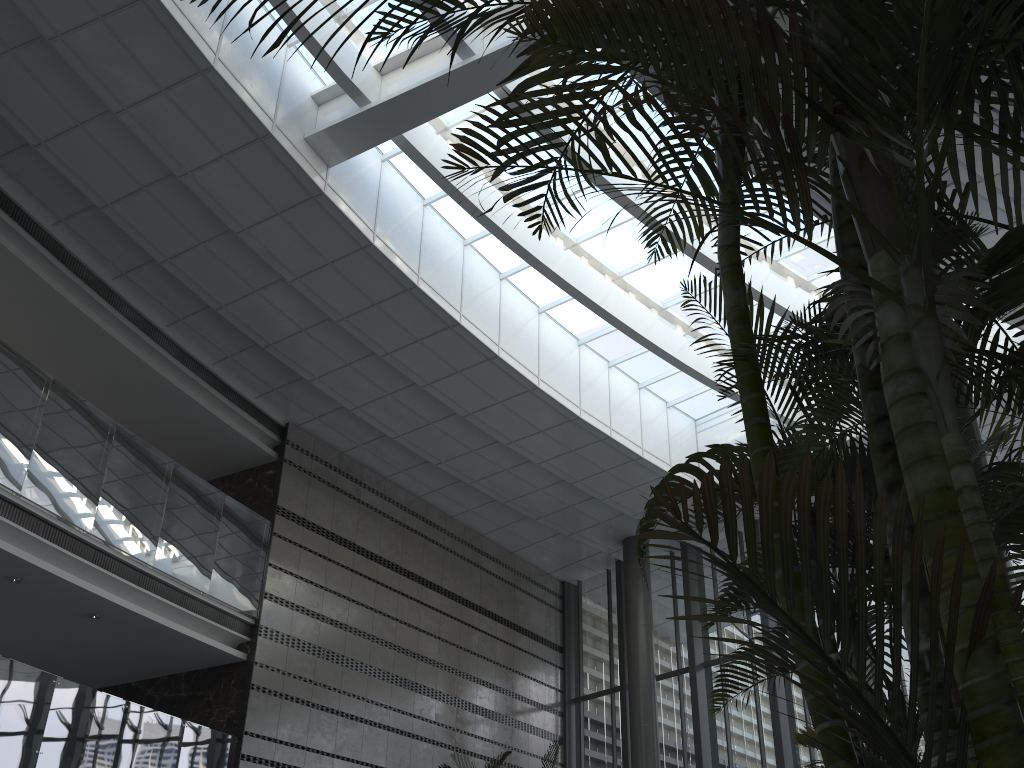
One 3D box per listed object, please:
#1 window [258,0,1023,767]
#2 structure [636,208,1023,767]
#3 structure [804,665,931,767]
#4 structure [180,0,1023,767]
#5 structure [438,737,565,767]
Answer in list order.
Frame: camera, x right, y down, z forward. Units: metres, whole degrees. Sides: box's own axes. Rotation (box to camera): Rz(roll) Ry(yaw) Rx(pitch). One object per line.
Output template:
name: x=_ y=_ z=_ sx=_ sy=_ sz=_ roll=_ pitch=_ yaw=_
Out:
window: x=-0.370 y=1.243 z=7.481 sx=19.743 sy=8.946 sz=14.463 roll=23 pitch=-39 yaw=-29
structure: x=1.342 y=1.212 z=2.687 sx=1.654 sy=3.305 sz=2.289 roll=-12 pitch=-32 yaw=22
structure: x=2.518 y=3.141 z=5.176 sx=1.418 sy=3.066 sz=1.364 roll=-12 pitch=-31 yaw=24
structure: x=0.600 y=-0.262 z=1.335 sx=2.438 sy=4.128 sz=2.843 roll=-10 pitch=-31 yaw=20
structure: x=-0.048 y=7.044 z=11.494 sx=2.634 sy=4.128 sz=2.639 roll=25 pitch=-37 yaw=-36
